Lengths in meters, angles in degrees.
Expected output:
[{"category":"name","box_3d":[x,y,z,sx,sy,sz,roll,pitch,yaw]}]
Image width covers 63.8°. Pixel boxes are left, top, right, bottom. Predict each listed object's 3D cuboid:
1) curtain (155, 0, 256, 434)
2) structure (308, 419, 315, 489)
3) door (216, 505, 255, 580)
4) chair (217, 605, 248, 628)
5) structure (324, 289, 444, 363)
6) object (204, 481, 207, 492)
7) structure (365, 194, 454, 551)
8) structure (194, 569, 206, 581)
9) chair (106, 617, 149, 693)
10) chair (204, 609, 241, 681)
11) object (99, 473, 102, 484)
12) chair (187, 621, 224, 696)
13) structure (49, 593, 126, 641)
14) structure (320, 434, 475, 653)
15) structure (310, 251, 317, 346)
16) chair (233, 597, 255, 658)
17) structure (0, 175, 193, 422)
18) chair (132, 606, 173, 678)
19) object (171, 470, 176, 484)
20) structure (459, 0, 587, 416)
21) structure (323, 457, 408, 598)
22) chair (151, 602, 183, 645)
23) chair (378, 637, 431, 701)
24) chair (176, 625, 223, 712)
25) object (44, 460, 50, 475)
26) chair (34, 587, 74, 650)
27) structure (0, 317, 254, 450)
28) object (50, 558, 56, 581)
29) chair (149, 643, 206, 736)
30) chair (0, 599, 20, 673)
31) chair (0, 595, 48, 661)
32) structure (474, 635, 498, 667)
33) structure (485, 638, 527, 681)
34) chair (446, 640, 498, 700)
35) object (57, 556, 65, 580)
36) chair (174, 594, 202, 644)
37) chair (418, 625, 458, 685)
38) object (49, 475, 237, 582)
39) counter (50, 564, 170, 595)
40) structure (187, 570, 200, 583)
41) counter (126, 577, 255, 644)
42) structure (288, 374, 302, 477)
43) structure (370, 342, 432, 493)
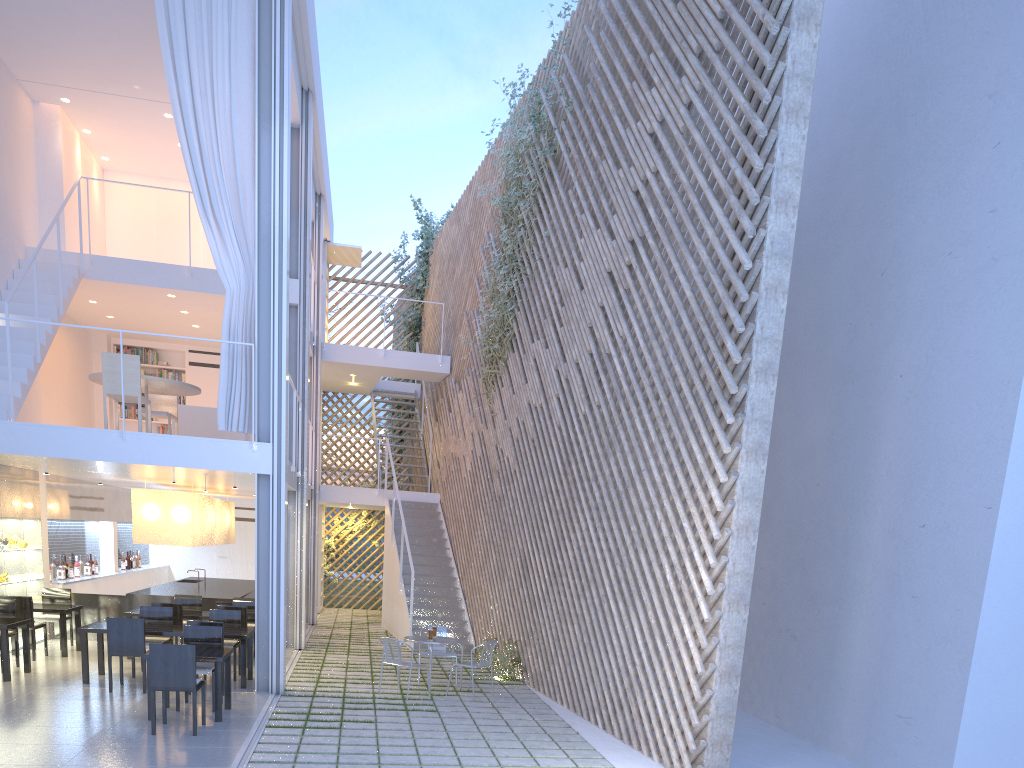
[{"category":"curtain","box_3d":[-1.592,-0.965,4.299,0.517,2.490,0.091,1,11,-13]},{"category":"structure","box_3d":[-1.787,0.595,7.197,0.028,0.555,1.693,2,-8,-10]},{"category":"door","box_3d":[-3.394,1.539,7.241,0.480,1.176,5.523,4,-10,3]},{"category":"chair","box_3d":[-1.896,1.718,5.629,0.193,0.450,0.228,2,6,-10]},{"category":"structure","box_3d":[-1.245,-0.556,8.016,1.145,0.586,0.026,5,10,-11]},{"category":"object","box_3d":[-2.125,0.709,5.702,0.029,0.081,0.027,4,8,1]},{"category":"structure","box_3d":[-1.404,0.338,10.798,1.121,4.636,3.201,1,4,-12]},{"category":"structure","box_3d":[-3.122,1.907,8.227,0.113,0.127,0.033,3,9,-10]},{"category":"chair","box_3d":[-2.124,1.505,4.602,0.193,0.450,0.228,2,6,-10]},{"category":"chair","box_3d":[-1.805,1.628,5.131,0.193,0.450,0.228,2,6,-10]},{"category":"object","box_3d":[-2.790,0.640,5.575,0.029,0.081,0.027,4,8,1]},{"category":"chair","box_3d":[-1.721,1.547,4.679,0.193,0.450,0.228,2,6,-10]},{"category":"structure","box_3d":[-3.250,1.785,6.307,0.559,0.381,0.011,5,11,-10]},{"category":"structure","box_3d":[-1.107,1.406,7.593,1.189,2.004,1.916,2,1,-17]},{"category":"structure","box_3d":[-1.702,-0.799,6.928,0.028,0.555,1.693,2,-8,-10]},{"category":"chair","box_3d":[-1.980,1.800,6.082,0.193,0.450,0.228,2,6,-10]},{"category":"structure","box_3d":[-2.240,0.009,4.283,1.737,3.377,3.591,2,0,-10]},{"category":"chair","box_3d":[-2.207,1.587,5.055,0.193,0.450,0.228,2,6,-10]},{"category":"object","box_3d":[-1.948,0.536,4.743,0.029,0.081,0.027,4,8,1]},{"category":"structure","box_3d":[0.134,-0.880,5.924,0.744,2.787,2.294,0,3,-19]},{"category":"structure","box_3d":[-1.877,1.838,10.206,1.149,2.056,0.275,3,10,-10]},{"category":"chair","box_3d":[-2.299,1.677,5.553,0.193,0.450,0.228,2,6,-10]},{"category":"chair","box_3d":[-0.655,1.684,4.901,0.257,0.390,0.245,7,6,35]},{"category":"chair","box_3d":[-1.615,1.472,4.254,0.193,0.450,0.228,2,6,-10]},{"category":"object","box_3d":[-2.613,0.467,4.616,0.029,0.081,0.027,4,8,1]},{"category":"chair","box_3d":[-3.269,1.670,5.851,0.193,0.450,0.228,2,6,-10]},{"category":"structure","box_3d":[-1.967,0.506,3.723,1.371,1.834,1.402,3,3,-10]},{"category":"object","box_3d":[-3.447,1.233,5.549,0.046,0.290,1.864,2,-10,-9]},{"category":"chair","box_3d":[-1.526,1.384,3.769,0.193,0.450,0.228,2,6,-10]},{"category":"chair","box_3d":[-3.094,1.498,4.901,0.193,0.450,0.228,2,6,-10]},{"category":"chair","box_3d":[-3.180,1.582,5.365,0.193,0.450,0.228,2,6,-10]},{"category":"structure","box_3d":[-0.171,2.083,6.420,0.267,0.267,0.258,4,0,-3]},{"category":"structure","box_3d":[-0.036,1.938,5.792,0.297,0.331,0.308,3,1,-25]},{"category":"chair","box_3d":[-0.225,1.744,5.065,0.244,0.390,0.258,6,5,30]},{"category":"object","box_3d":[-3.432,1.248,5.619,0.047,0.290,1.987,2,-10,-10]},{"category":"chair","box_3d":[-2.382,1.759,6.005,0.193,0.450,0.228,2,6,-10]},{"category":"chair","box_3d":[-0.502,1.814,5.518,0.264,0.390,0.238,3,5,-10]},{"category":"object","box_3d":[-2.638,1.022,5.563,1.682,0.830,1.829,5,-7,-12]},{"category":"counter","box_3d":[-3.880,2.055,8.064,0.233,0.434,3.620,2,-10,-10]},{"category":"structure","box_3d":[-3.062,1.848,7.900,0.113,0.127,0.033,3,9,-10]},{"category":"counter","box_3d":[-2.799,2.066,7.641,0.819,0.375,2.507,5,-10,-10]},{"category":"structure","box_3d":[-1.460,0.273,5.415,0.028,0.555,1.691,2,-8,-10]},{"category":"structure","box_3d":[-1.262,0.329,9.251,0.538,1.934,1.214,1,5,-16]}]
